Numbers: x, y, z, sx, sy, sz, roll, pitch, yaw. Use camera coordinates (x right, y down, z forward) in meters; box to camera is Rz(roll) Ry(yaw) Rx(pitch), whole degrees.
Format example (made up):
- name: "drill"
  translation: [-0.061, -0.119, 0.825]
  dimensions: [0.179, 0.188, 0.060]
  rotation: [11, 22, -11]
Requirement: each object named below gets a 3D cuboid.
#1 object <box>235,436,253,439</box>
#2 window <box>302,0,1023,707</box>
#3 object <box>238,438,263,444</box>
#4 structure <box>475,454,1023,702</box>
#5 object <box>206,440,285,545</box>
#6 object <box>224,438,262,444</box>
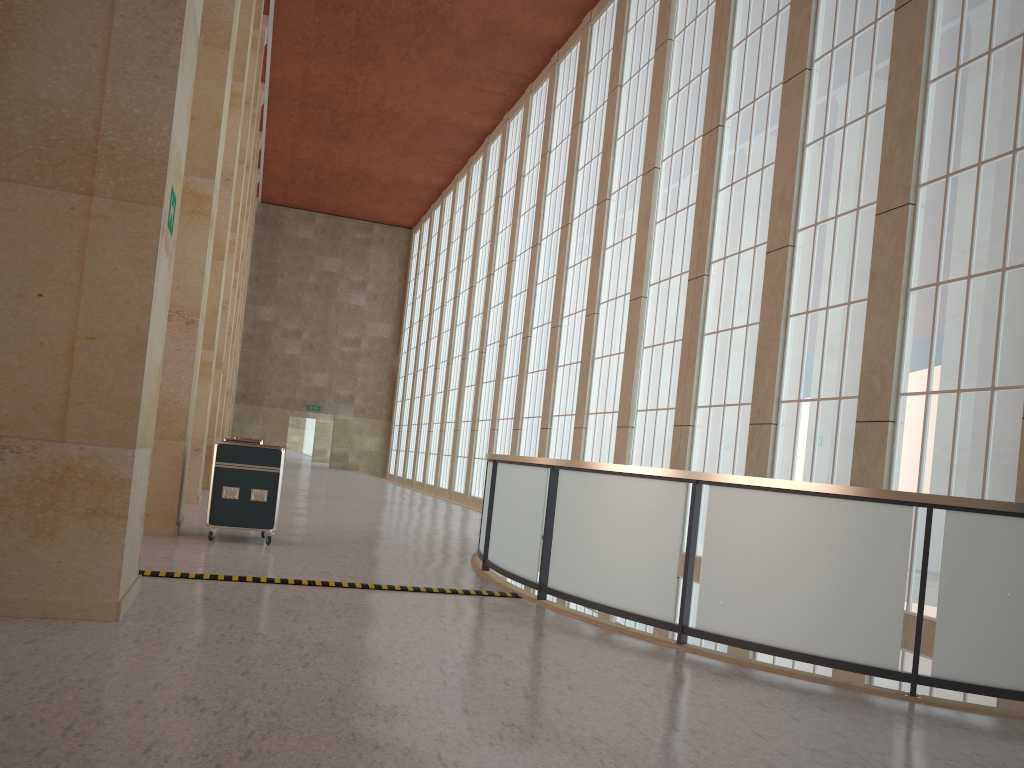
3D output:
- name: "object"
  translation: [-15.654, 3.864, 51.465]
  dimensions: [1.057, 1.539, 1.273]
  rotation: [7, -3, -17]
- name: "window"
  translation: [-12.637, 4.033, 76.317]
  dimensions: [0.010, 28.579, 165.062]
  rotation: [6, -5, -16]
- name: "object"
  translation: [-11.615, 3.172, 39.004]
  dimensions: [1.057, 1.539, 1.273]
  rotation: [7, -3, -17]
- name: "structure"
  translation: [2.468, 2.167, 12.480]
  dimensions: [5.262, 1.791, 13.075]
  rotation: [8, -6, -27]
- name: "object"
  translation: [-4.268, 1.717, 14.143]
  dimensions: [1.057, 1.539, 1.273]
  rotation: [7, -3, -17]
- name: "object"
  translation: [-7.980, 2.389, 25.998]
  dimensions: [1.057, 1.539, 1.273]
  rotation: [7, -3, -17]
